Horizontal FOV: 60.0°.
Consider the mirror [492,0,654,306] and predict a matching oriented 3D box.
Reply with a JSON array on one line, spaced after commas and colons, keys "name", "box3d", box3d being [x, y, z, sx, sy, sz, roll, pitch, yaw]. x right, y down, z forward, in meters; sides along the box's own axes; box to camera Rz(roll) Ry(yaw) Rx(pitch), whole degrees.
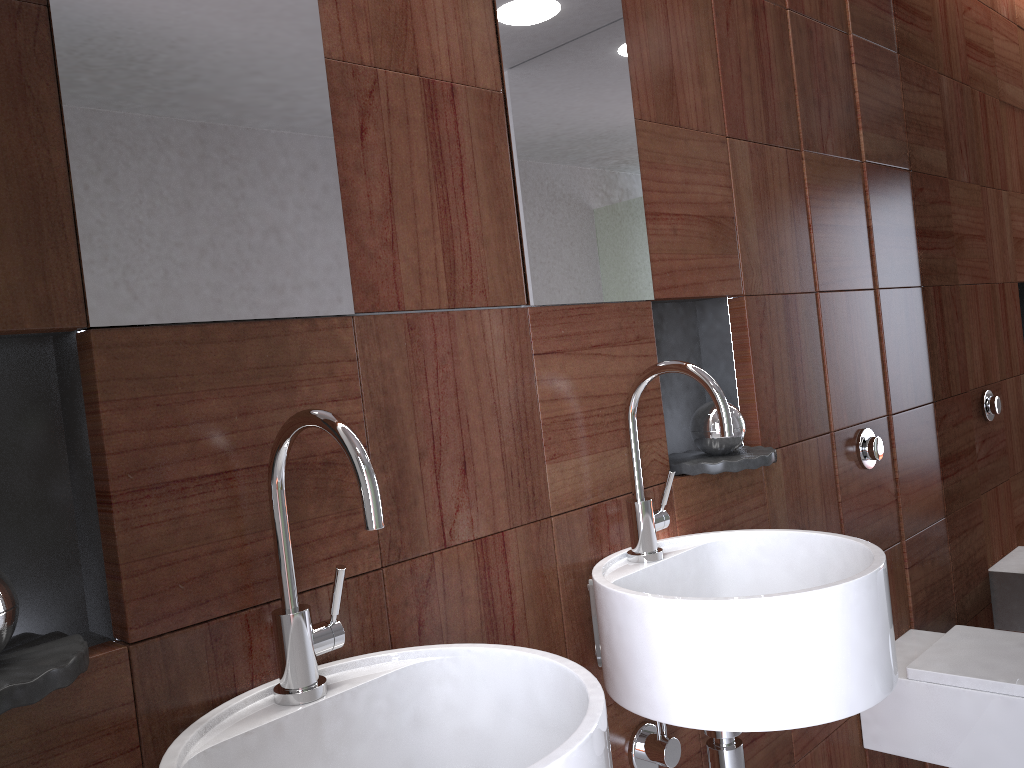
[{"name": "mirror", "box3d": [0.098, -0.447, 1.431, 0.010, 0.635, 0.316, -5, 2, 45]}]

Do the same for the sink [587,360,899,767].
[{"name": "sink", "box3d": [0.329, 0.315, 1.300, 0.417, 0.715, 0.415, -5, 2, 45]}]

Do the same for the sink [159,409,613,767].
[{"name": "sink", "box3d": [-0.112, 0.375, 0.852, 0.417, 0.715, 0.415, -5, 2, 45]}]

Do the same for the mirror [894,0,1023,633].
[{"name": "mirror", "box3d": [1.641, -0.267, 1.925, 1.433, 2.183, 0.019, -5, 2, 45]}]

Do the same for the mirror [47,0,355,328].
[{"name": "mirror", "box3d": [-0.344, -0.386, 0.981, 0.010, 0.635, 0.316, -5, 2, 45]}]

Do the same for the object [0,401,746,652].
[{"name": "object", "box3d": [-0.052, 0.142, 1.212, 0.104, 0.104, 1.350, -5, 2, 45]}]

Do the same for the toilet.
[{"name": "toilet", "box3d": [1.096, 0.731, 1.930, 0.547, 0.284, 0.329, -5, 2, 45]}]

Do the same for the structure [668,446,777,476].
[{"name": "structure", "box3d": [0.383, 0.143, 1.665, 0.222, 0.023, 0.220, -6, 2, 35]}]

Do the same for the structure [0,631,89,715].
[{"name": "structure", "box3d": [-0.493, 0.263, 0.777, 0.220, 0.023, 0.222, -6, 1, 5]}]

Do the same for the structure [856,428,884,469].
[{"name": "structure", "box3d": [0.854, 0.153, 2.103, 0.034, 0.098, 0.098, -5, 2, 45]}]
